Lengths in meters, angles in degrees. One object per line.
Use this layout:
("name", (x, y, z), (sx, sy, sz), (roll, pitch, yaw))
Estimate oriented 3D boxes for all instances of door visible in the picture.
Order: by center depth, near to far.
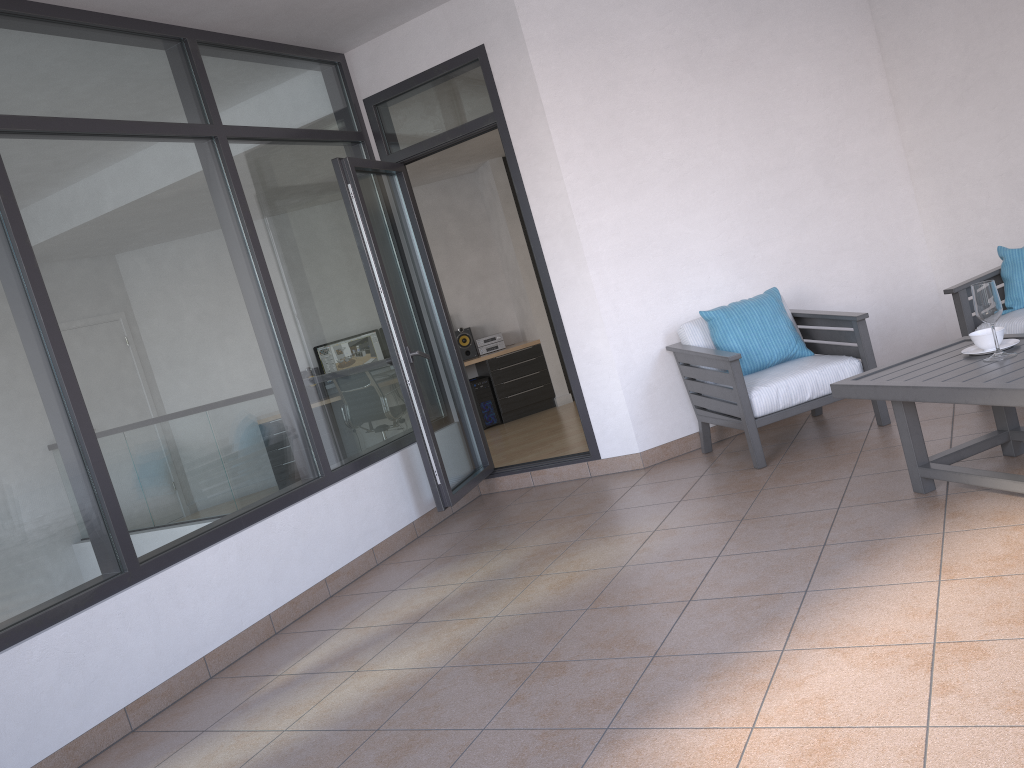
("door", (-0.328, -0.594, 5.144), (0.905, 2.500, 0.924), (-13, 6, 29))

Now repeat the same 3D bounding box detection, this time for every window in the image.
("window", (-1.906, -0.334, 3.481), (0.170, 2.402, 5.002), (-13, 6, 29))

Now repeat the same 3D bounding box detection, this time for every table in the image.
("table", (1.871, 0.132, 3.153), (0.710, 0.473, 1.260), (-18, 6, -15))

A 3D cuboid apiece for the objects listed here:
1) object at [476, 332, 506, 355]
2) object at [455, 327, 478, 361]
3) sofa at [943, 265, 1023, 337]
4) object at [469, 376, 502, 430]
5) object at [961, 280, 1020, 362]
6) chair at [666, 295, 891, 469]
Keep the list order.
("object", (-0.230, -0.441, 9.701), (0.285, 0.174, 0.270), (-16, 6, 0))
("object", (-0.510, -0.451, 9.681), (0.198, 0.354, 0.249), (-16, 6, 0))
("sofa", (2.946, -0.382, 3.646), (0.807, 0.765, 2.161), (-18, 6, -15))
("object", (-0.333, 0.203, 9.561), (0.215, 0.527, 0.474), (-18, 6, -15))
("object", (1.778, -0.252, 3.362), (0.203, 0.284, 0.337), (-12, 7, 35))
("chair", (1.420, -0.061, 4.861), (0.797, 0.765, 0.807), (-17, 6, -10))
